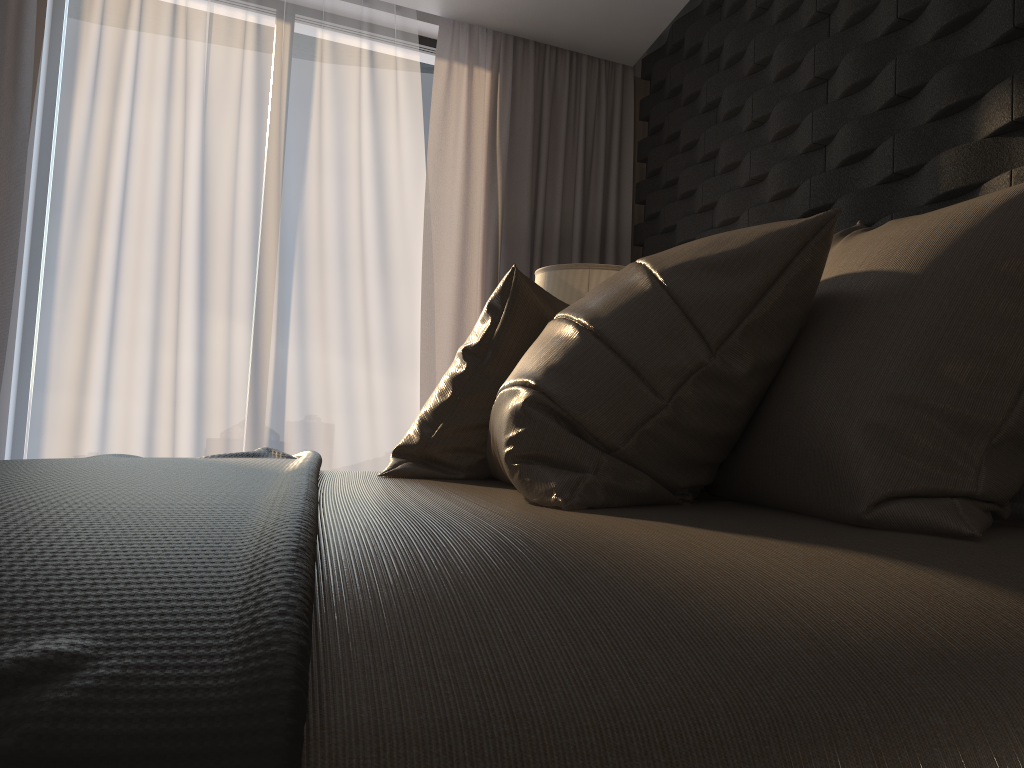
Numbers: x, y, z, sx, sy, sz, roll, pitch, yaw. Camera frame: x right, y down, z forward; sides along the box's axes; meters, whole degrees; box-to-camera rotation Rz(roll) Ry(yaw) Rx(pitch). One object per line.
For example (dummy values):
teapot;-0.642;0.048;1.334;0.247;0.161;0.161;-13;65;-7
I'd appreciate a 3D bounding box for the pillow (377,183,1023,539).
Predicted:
pillow;0.258;-0.068;1.485;0.923;0.519;1.224;4;-3;-12

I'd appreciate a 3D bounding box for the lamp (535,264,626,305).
lamp;0.276;-0.044;2.907;0.452;0.631;0.479;2;-4;18

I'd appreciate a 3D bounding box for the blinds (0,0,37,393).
blinds;-2.189;-0.565;2.765;1.095;2.644;0.343;5;-4;-24

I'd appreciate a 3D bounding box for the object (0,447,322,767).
object;-0.588;0.255;1.171;0.636;0.322;1.991;4;-3;-12

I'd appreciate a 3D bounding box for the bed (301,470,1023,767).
bed;-0.150;0.461;1.293;2.360;0.625;2.224;4;-3;-14

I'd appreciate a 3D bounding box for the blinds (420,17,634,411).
blinds;0.115;-0.401;3.891;1.044;2.643;0.325;5;-4;-25
